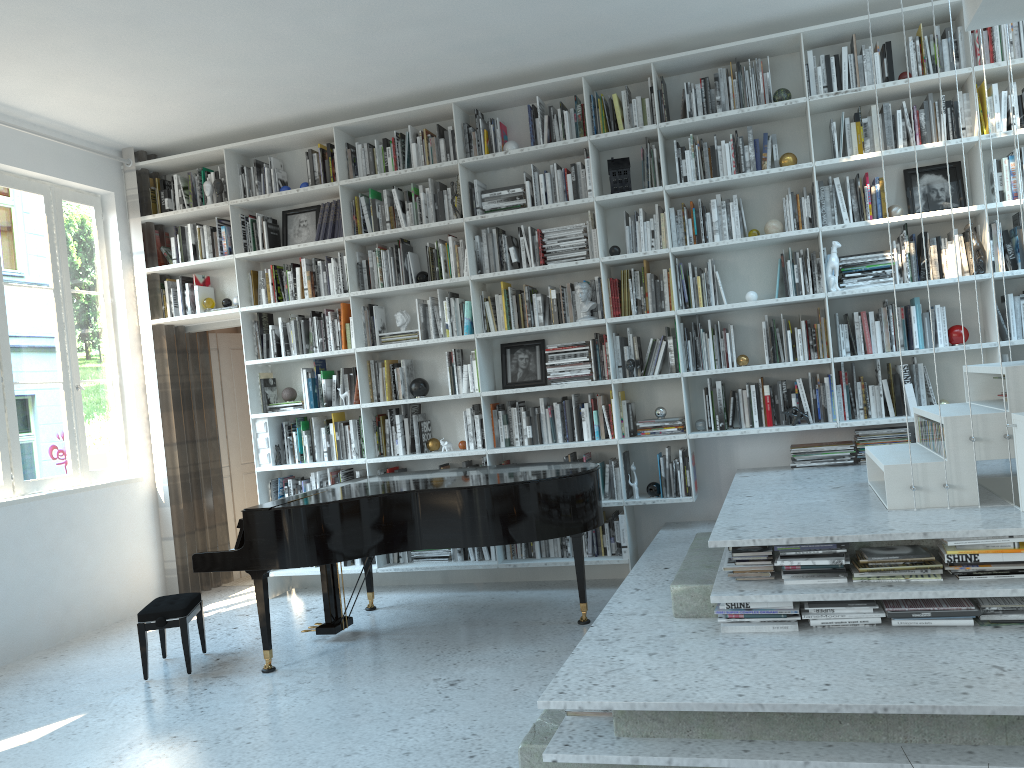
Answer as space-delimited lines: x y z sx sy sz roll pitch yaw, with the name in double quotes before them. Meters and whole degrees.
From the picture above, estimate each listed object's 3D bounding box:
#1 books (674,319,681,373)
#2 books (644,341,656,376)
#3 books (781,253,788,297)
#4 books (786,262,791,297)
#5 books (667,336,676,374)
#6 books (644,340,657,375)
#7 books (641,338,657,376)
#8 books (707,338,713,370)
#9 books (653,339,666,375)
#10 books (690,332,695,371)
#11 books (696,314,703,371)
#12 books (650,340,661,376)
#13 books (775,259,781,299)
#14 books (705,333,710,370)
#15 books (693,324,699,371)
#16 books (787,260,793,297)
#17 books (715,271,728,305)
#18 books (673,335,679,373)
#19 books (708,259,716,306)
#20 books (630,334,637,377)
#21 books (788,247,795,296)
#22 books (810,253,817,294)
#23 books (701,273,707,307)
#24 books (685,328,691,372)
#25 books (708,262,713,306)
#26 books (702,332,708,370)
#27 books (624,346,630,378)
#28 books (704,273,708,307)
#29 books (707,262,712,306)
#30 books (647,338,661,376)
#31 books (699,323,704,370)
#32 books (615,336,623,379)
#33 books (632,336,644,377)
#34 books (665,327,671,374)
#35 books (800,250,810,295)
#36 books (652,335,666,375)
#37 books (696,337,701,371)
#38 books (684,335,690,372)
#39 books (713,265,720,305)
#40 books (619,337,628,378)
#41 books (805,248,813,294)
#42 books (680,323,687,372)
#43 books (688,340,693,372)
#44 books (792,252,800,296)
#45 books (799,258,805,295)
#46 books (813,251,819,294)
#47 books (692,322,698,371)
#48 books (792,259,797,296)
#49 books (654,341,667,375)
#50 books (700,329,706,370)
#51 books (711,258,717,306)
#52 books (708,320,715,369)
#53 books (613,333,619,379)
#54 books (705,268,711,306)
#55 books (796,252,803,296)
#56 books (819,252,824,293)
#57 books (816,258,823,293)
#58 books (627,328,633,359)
"books" 1.025 -0.232 5.419 0.014 0.325 0.182 -5 0 17
"books" 0.863 -0.156 5.466 0.089 0.210 0.175 -5 0 17
"books" 1.608 -0.629 5.233 0.021 0.264 0.174 -5 0 17
"books" 1.629 -0.604 5.221 0.006 0.210 0.188 -5 0 17
"books" 0.986 -0.177 5.424 0.029 0.223 0.171 -5 0 17
"books" 0.859 -0.161 5.482 0.088 0.220 0.138 -5 0 17
"books" 0.844 -0.163 5.466 0.095 0.228 0.190 -5 0 17
"books" 1.204 -0.180 5.363 0.013 0.186 0.183 -5 0 17
"books" 0.914 -0.163 5.475 0.090 0.215 0.139 -5 0 17
"books" 1.109 -0.197 5.415 0.011 0.239 0.136 -5 0 17
"books" 1.148 -0.253 5.403 0.007 0.342 0.149 -5 0 17
"books" 0.893 -0.159 5.473 0.090 0.212 0.143 -5 0 17
"books" 1.576 -0.613 5.251 0.056 0.241 0.153 -5 0 17
"books" 1.191 -0.195 5.371 0.013 0.218 0.160 -5 0 17
"books" 1.127 -0.220 5.393 0.006 0.281 0.155 -5 0 17
"books" 1.638 -0.609 5.218 0.013 0.219 0.187 -5 0 17
"books" 1.261 -0.566 5.323 0.051 0.210 0.176 -5 0 17
"books" 1.013 -0.181 5.427 0.021 0.226 0.148 -5 0 17
"books" 1.213 -0.601 5.356 0.013 0.287 0.158 -5 0 17
"books" 0.764 -0.176 5.517 0.012 0.266 0.157 -5 0 17
"books" 1.651 -0.649 5.229 0.013 0.295 0.154 -5 0 17
"books" 1.765 -0.635 5.189 0.013 0.245 0.158 -5 0 17
"books" 1.170 -0.558 5.370 0.014 0.209 0.156 -5 0 17
"books" 1.078 -0.208 5.405 0.010 0.266 0.158 -5 0 17
"books" 1.205 -0.593 5.359 0.006 0.273 0.167 -5 0 17
"books" 1.176 -0.198 5.363 0.011 0.226 0.188 -5 0 17
"books" 0.730 -0.136 5.504 0.027 0.192 0.182 -5 0 17
"books" 1.178 -0.560 5.359 0.007 0.212 0.158 -5 0 17
"books" 1.198 -0.591 5.355 0.006 0.270 0.178 -5 0 17
"books" 0.883 -0.165 5.481 0.095 0.226 0.144 -5 0 17
"books" 1.156 -0.224 5.376 0.005 0.284 0.159 -5 0 17
"books" 0.682 -0.167 5.542 0.024 0.263 0.154 -5 0 17
"books" 0.788 -0.170 5.511 0.035 0.248 0.140 -5 0 17
"books" 0.969 -0.207 5.449 0.013 0.286 0.138 -5 0 17
"books" 1.718 -0.645 5.204 0.032 0.274 0.154 -5 0 17
"books" 0.906 -0.175 5.467 0.094 0.238 0.149 -5 0 17
"books" 1.142 -0.183 5.397 0.013 0.204 0.154 -5 0 17
"books" 1.072 -0.187 5.414 0.012 0.226 0.147 -5 0 17
"books" 1.238 -0.587 5.357 0.007 0.254 0.161 -5 0 17
"books" 0.706 -0.164 5.531 0.028 0.253 0.142 -5 0 17
"books" 1.733 -0.646 5.176 0.012 0.273 0.183 -5 0 17
"books" 1.059 -0.222 5.430 0.014 0.298 0.147 -5 0 17
"books" 1.096 -0.170 5.411 0.015 0.188 0.168 -5 0 17
"books" 1.670 -0.634 5.210 0.018 0.263 0.165 -5 0 17
"books" 1.698 -0.618 5.195 0.012 0.224 0.178 -5 0 17
"books" 1.771 -0.639 5.169 0.011 0.252 0.169 -5 0 17
"books" 1.116 -0.226 5.398 0.018 0.295 0.177 -5 0 17
"books" 1.664 -0.617 5.228 0.007 0.230 0.146 -5 0 17
"books" 0.923 -0.158 5.461 0.091 0.205 0.169 -5 0 17
"books" 1.167 -0.208 5.376 0.013 0.248 0.165 -5 0 17
"books" 1.236 -0.610 5.393 0.011 0.300 0.088 -5 0 17
"books" 1.211 -0.236 5.357 0.014 0.297 0.175 -5 0 17
"books" 0.664 -0.176 5.547 0.012 0.285 0.159 -5 0 17
"books" 1.191 -0.576 5.367 0.017 0.243 0.132 -5 0 17
"books" 1.686 -0.634 5.206 0.015 0.259 0.152 -5 0 17
"books" 1.805 -0.639 5.165 0.010 0.245 0.158 -5 0 17
"books" 1.794 -0.621 5.179 0.023 0.212 0.164 -5 0 17
"books" 0.748 -0.195 5.512 0.013 0.307 0.141 -5 0 17
